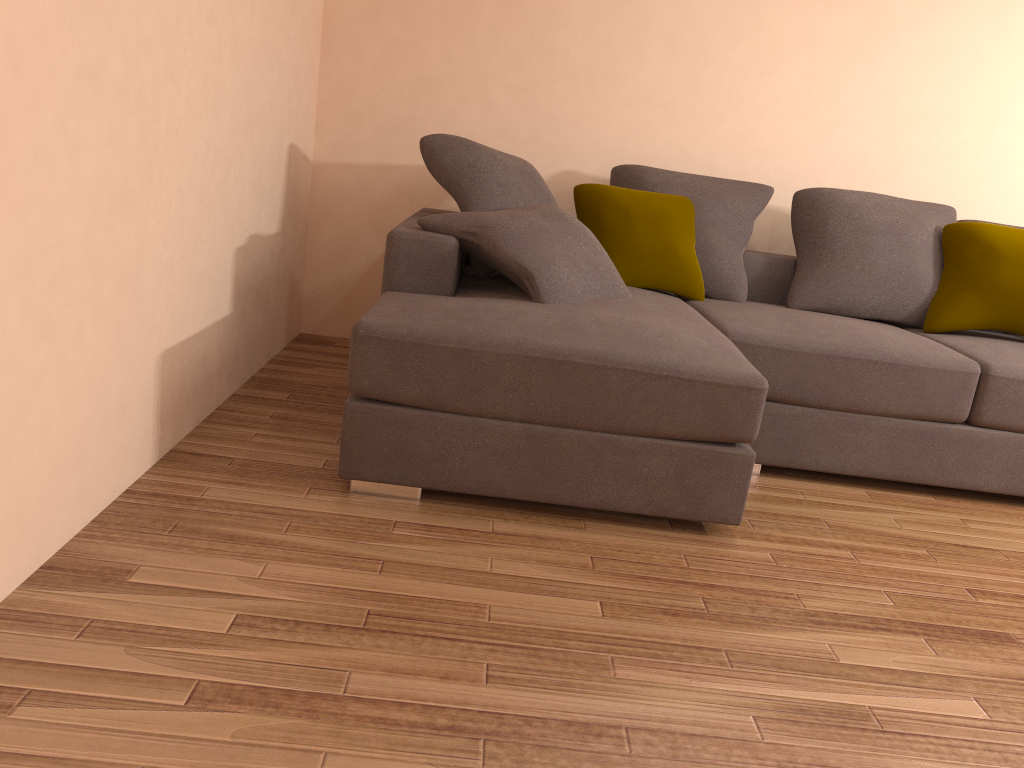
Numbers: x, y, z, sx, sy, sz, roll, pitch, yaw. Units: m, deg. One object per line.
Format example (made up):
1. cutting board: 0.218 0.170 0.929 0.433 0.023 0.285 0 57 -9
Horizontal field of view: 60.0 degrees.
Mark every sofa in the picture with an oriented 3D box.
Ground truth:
1. sofa: 1.264 -0.041 3.621 3.565 0.776 1.906 7 15 -2

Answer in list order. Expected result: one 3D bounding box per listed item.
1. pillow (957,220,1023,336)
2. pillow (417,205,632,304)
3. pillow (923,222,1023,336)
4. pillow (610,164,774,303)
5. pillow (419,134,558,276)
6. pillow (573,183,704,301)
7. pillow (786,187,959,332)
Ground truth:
1. pillow: 2.367 -0.409 4.135 0.811 0.635 0.399 20 19 39
2. pillow: 0.120 -0.470 3.432 0.645 0.415 0.792 19 18 36
3. pillow: 2.188 -0.427 3.864 0.658 0.492 0.382 14 16 21
4. pillow: 0.800 -0.718 4.228 0.787 0.576 0.431 11 15 13
5. pillow: -0.018 -0.775 3.954 0.483 0.578 0.806 19 18 36
6. pillow: 0.578 -0.629 4.016 0.631 0.486 0.335 5 15 -9
7. pillow: 1.675 -0.583 4.122 0.783 0.590 0.459 8 15 2
